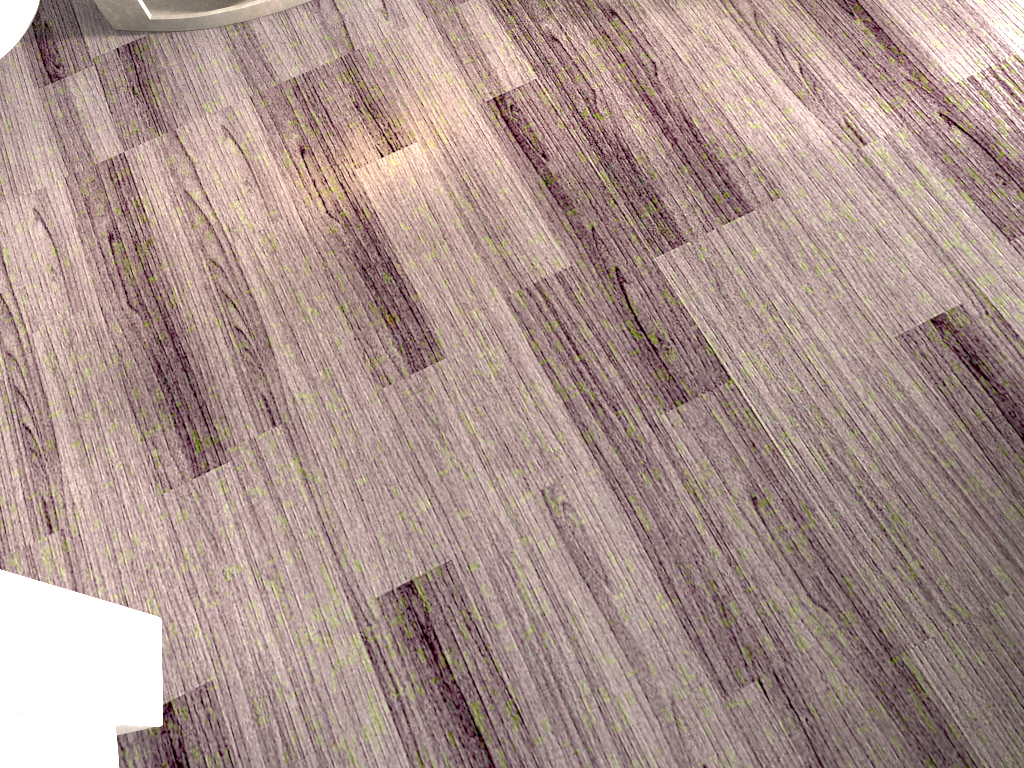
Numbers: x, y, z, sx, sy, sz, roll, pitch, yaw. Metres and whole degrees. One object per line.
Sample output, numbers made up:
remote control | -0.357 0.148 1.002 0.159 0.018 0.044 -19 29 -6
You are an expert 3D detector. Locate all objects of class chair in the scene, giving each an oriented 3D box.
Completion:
chair | -0.802 0.699 0.740 0.910 0.707 0.977 -12 66 1

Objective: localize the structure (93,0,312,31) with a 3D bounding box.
structure | -0.738 -1.719 0.751 0.819 2.637 1.130 -26 67 -4

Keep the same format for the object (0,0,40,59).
object | -1.221 -0.970 1.312 0.402 1.110 0.405 20 71 14
